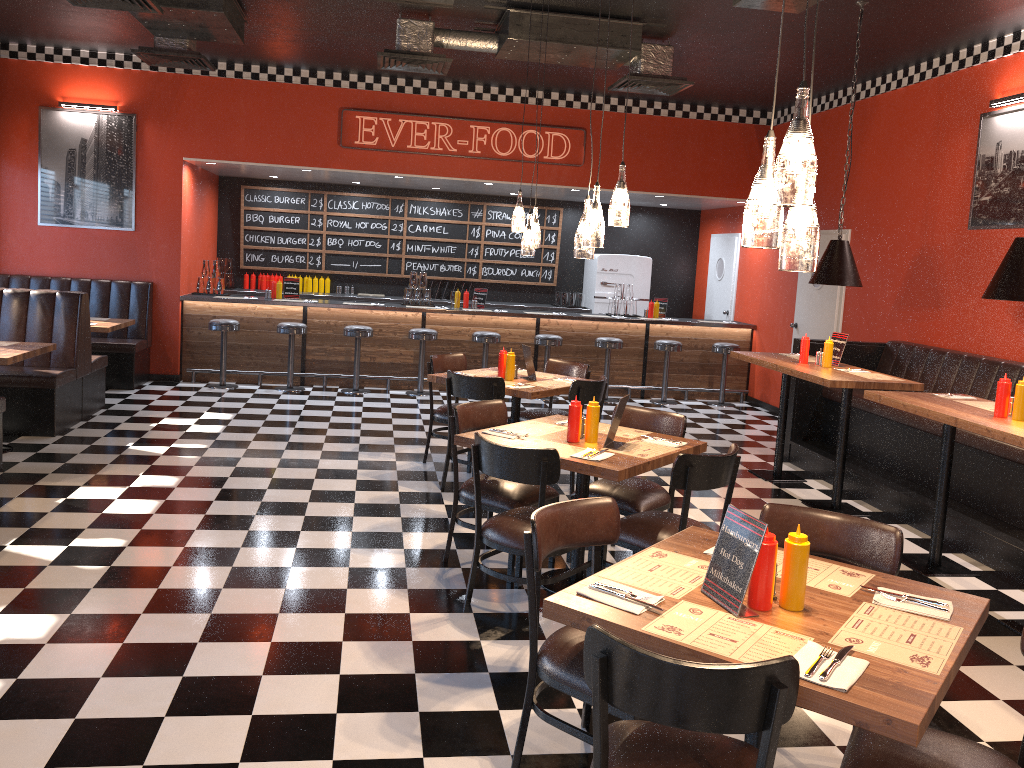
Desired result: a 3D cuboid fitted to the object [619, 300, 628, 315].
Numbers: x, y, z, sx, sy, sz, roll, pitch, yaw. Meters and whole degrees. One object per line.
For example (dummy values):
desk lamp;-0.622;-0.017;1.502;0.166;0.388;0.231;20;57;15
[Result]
object;1.448;-0.983;11.480;0.106;0.208;0.105;8;8;36

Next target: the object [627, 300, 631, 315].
object;1.542;-0.996;11.605;0.106;0.208;0.105;8;8;36

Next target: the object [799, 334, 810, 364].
object;2.284;-0.278;6.913;0.068;0.237;0.068;-1;7;-34

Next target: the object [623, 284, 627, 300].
object;1.498;-1.205;11.576;0.106;0.208;0.105;8;8;36

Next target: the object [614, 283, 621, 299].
object;1.384;-1.208;11.549;0.106;0.208;0.105;8;8;36

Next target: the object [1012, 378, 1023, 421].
object;2.685;0.074;4.666;0.068;0.237;0.068;4;6;0

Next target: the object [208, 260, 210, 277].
object;-3.714;-1.402;10.742;0.105;0.208;0.106;1;7;-24

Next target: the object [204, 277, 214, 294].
object;-3.650;-1.178;10.673;0.105;0.208;0.106;1;7;-24

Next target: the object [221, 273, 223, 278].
object;-4.029;-1.429;12.233;0.105;0.208;0.106;1;7;-24

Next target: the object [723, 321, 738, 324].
object;2.828;-0.804;11.497;0.157;0.019;0.256;4;8;1

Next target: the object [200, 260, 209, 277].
object;-3.696;-1.388;10.654;0.105;0.208;0.106;1;7;-24

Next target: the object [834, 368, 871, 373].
object;2.515;-0.104;6.576;0.255;0.019;0.158;2;8;-12

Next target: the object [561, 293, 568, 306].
object;0.746;-1.200;12.678;0.106;0.208;0.105;8;8;36

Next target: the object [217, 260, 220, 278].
object;-3.600;-1.399;10.770;0.105;0.208;0.106;1;7;-24

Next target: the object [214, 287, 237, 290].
object;-3.973;-1.329;12.237;0.272;0.018;0.439;2;8;-9

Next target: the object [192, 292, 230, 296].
object;-3.649;-1.091;10.745;0.437;0.018;0.274;2;8;-9

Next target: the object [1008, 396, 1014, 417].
object;2.714;0.111;4.783;0.046;0.135;0.094;1;7;-19

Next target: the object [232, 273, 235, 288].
object;-3.927;-1.443;12.372;0.105;0.208;0.106;1;7;-24

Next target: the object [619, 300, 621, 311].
object;1.424;-1.000;11.586;0.106;0.208;0.105;8;8;36

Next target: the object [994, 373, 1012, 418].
object;2.628;0.060;4.739;0.068;0.237;0.068;5;6;11

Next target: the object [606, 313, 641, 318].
object;1.449;-0.896;11.551;0.437;0.018;0.274;2;8;-9

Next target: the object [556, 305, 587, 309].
object;0.852;-1.113;12.781;0.437;0.018;0.274;2;8;-9

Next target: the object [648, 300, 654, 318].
object;1.798;-0.971;11.453;0.068;0.237;0.068;6;6;22

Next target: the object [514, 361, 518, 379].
object;0.017;-0.110;6.724;0.046;0.135;0.094;1;7;-19

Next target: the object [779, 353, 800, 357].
object;2.378;-0.251;7.520;0.255;0.019;0.158;2;8;-12

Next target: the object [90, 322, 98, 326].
object;-4.166;-0.596;8.692;0.157;0.019;0.256;2;8;-10

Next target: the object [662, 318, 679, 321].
object;2.027;-0.834;11.370;0.157;0.019;0.256;1;9;-14

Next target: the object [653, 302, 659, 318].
object;1.876;-0.974;11.504;0.068;0.237;0.068;-1;8;-40

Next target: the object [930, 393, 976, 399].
object;2.710;0.070;5.467;0.255;0.019;0.158;2;8;-12

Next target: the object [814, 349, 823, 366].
object;2.383;-0.210;6.845;0.046;0.135;0.094;2;7;-18

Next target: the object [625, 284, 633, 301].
object;1.520;-1.187;11.467;0.106;0.208;0.105;8;8;36

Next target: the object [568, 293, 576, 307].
object;0.858;-1.203;12.745;0.106;0.208;0.105;8;8;36

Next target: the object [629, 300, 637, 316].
object;1.570;-0.978;11.492;0.106;0.208;0.105;8;8;36

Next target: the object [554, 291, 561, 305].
object;0.673;-1.264;13.090;0.106;0.208;0.105;8;8;36

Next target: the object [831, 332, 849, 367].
object;2.519;-0.271;6.895;0.072;0.256;0.189;2;7;-18

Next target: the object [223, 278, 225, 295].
object;-3.556;-1.191;10.799;0.105;0.208;0.106;1;7;-24

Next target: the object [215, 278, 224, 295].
object;-3.528;-1.172;10.685;0.105;0.208;0.106;1;7;-24

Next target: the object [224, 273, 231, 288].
object;-3.904;-1.408;12.141;0.105;0.208;0.106;1;7;-24

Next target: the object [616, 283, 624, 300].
object;1.402;-1.194;11.460;0.106;0.208;0.105;8;8;36

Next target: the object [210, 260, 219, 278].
object;-3.578;-1.382;10.660;0.105;0.208;0.106;1;7;-24

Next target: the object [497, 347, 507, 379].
object;-0.070;-0.162;6.681;0.068;0.237;0.068;7;7;34

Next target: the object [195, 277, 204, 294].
object;-3.759;-1.184;10.666;0.105;0.208;0.106;1;7;-24

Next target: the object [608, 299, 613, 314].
object;1.309;-1.007;11.580;0.106;0.208;0.105;8;8;36

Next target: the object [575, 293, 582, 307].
object;0.967;-1.208;12.825;0.106;0.208;0.105;8;8;36

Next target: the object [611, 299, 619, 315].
object;1.339;-0.989;11.473;0.106;0.208;0.105;8;8;36

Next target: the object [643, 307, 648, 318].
object;1.764;-0.935;11.550;0.093;0.135;0.047;2;6;-14

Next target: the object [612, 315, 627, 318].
object;1.357;-0.856;11.236;0.157;0.019;0.256;2;9;-13

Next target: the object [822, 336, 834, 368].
object;2.400;-0.244;6.724;0.068;0.237;0.068;-1;7;-34

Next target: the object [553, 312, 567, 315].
object;0.598;-0.884;11.112;0.157;0.019;0.256;2;8;-8

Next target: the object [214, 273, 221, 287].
object;-4.018;-1.411;12.112;0.105;0.208;0.106;1;7;-24

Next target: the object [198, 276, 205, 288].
object;-3.789;-1.201;10.774;0.105;0.208;0.106;1;7;-24

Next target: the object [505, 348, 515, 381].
object;-0.013;-0.147;6.607;0.068;0.237;0.068;4;6;6

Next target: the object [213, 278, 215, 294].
object;-3.673;-1.195;10.779;0.105;0.208;0.106;1;7;-24

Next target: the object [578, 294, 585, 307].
object;0.992;-1.190;12.713;0.106;0.208;0.105;8;8;36

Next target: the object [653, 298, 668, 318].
object;1.940;-0.998;11.631;0.188;0.256;0.072;7;7;26

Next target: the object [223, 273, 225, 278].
object;-4.035;-1.445;12.342;0.105;0.208;0.106;1;7;-24

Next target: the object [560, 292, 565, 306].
object;0.742;-1.216;12.786;0.106;0.208;0.105;8;8;36
